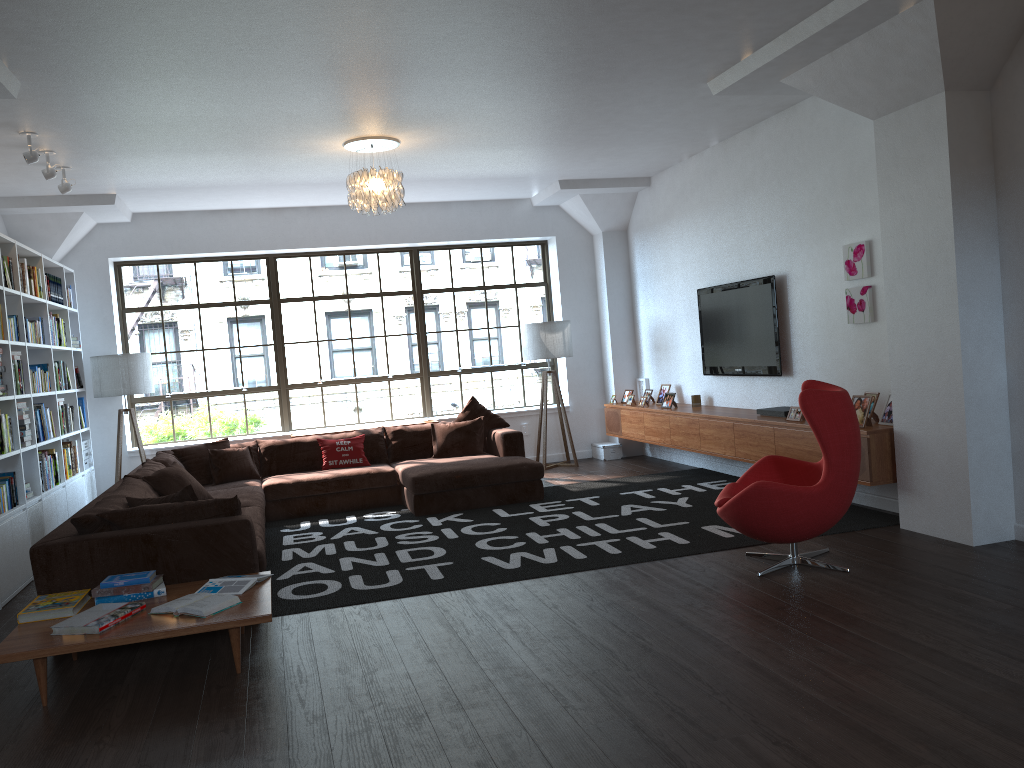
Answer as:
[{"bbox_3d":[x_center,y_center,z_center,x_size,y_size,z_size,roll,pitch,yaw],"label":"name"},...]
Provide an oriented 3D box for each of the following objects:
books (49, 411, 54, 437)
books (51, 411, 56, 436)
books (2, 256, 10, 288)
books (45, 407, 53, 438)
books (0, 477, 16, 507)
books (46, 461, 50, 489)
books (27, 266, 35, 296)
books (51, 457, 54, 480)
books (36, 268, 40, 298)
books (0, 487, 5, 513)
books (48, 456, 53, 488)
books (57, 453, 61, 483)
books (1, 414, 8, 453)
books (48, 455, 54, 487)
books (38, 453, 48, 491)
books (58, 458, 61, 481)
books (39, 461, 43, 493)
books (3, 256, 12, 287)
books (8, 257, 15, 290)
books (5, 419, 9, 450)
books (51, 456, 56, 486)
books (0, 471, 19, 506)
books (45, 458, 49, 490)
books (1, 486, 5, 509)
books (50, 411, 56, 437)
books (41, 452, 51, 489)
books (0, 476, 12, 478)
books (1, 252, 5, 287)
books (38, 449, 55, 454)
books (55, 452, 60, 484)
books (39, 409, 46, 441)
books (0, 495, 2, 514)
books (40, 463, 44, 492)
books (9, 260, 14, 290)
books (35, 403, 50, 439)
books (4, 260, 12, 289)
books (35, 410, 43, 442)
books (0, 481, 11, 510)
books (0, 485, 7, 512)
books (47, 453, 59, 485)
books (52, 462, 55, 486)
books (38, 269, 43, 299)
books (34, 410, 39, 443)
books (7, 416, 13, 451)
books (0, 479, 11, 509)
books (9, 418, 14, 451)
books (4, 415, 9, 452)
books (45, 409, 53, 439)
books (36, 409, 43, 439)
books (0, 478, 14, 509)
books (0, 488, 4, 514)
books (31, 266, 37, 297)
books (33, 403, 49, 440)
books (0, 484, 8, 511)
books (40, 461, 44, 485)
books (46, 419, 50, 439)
[{"bbox_3d":[-3.799,0.320,7.142,0.159,0.248,0.089,-5,2,-15],"label":"books"},{"bbox_3d":[-3.809,0.333,7.207,0.161,0.218,0.101,-5,2,-15],"label":"books"},{"bbox_3d":[-3.654,-0.777,6.234,0.174,0.236,0.136,-5,2,-16],"label":"books"},{"bbox_3d":[-3.786,0.319,7.100,0.170,0.251,0.118,-5,2,-15],"label":"books"},{"bbox_3d":[-3.436,0.737,5.981,0.146,0.202,0.027,-5,2,-15],"label":"books"},{"bbox_3d":[-3.668,0.712,6.844,0.161,0.223,0.026,-5,2,-16],"label":"books"},{"bbox_3d":[-3.850,-0.795,6.949,0.171,0.246,0.057,-5,2,-15],"label":"books"},{"bbox_3d":[-3.719,0.699,6.998,0.171,0.246,0.057,-5,2,-16],"label":"books"},{"bbox_3d":[-3.892,-0.800,7.092,0.183,0.253,0.034,-5,2,-15],"label":"books"},{"bbox_3d":[-3.357,0.758,5.747,0.107,0.167,0.017,-5,2,-15],"label":"books"},{"bbox_3d":[-3.699,0.697,6.921,0.183,0.253,0.034,-5,2,-16],"label":"books"},{"bbox_3d":[-3.783,0.693,7.231,0.160,0.250,0.026,-5,2,-16],"label":"books"},{"bbox_3d":[-3.442,0.334,5.850,0.180,0.259,0.060,-5,2,-16],"label":"books"},{"bbox_3d":[-3.705,0.696,6.955,0.183,0.253,0.034,-5,2,-16],"label":"books"},{"bbox_3d":[-3.668,0.684,6.770,0.198,0.284,0.066,-5,2,-16],"label":"books"},{"bbox_3d":[-3.790,0.706,7.256,0.161,0.223,0.027,-5,2,-16],"label":"books"},{"bbox_3d":[-3.634,0.708,6.656,0.174,0.240,0.045,-5,2,-16],"label":"books"},{"bbox_3d":[-3.693,-0.786,6.363,0.160,0.251,0.031,-5,2,-15],"label":"books"},{"bbox_3d":[-3.708,-0.788,6.428,0.160,0.251,0.039,-5,2,-15],"label":"books"},{"bbox_3d":[-3.456,0.351,5.918,0.161,0.223,0.027,-5,2,-16],"label":"books"},{"bbox_3d":[-3.745,0.701,7.070,0.174,0.240,0.045,-5,2,-16],"label":"books"},{"bbox_3d":[-3.464,0.722,6.062,0.140,0.231,0.042,-5,2,-15],"label":"books"},{"bbox_3d":[-3.665,0.699,6.819,0.160,0.250,0.026,-5,2,-16],"label":"books"},{"bbox_3d":[-3.371,0.757,5.765,0.122,0.169,0.023,-5,2,-15],"label":"books"},{"bbox_3d":[-3.798,0.332,7.174,0.161,0.222,0.084,-5,2,-15],"label":"books"},{"bbox_3d":[-3.690,0.679,6.879,0.176,0.290,0.053,-5,2,-16],"label":"books"},{"bbox_3d":[-3.464,0.736,6.015,0.144,0.207,0.048,-5,2,-15],"label":"books"},{"bbox_3d":[-3.630,-0.785,6.150,0.183,0.253,0.042,-5,2,-15],"label":"books"},{"bbox_3d":[-3.765,0.675,7.141,0.176,0.290,0.036,-5,2,-16],"label":"books"},{"bbox_3d":[-3.775,0.690,7.188,0.180,0.259,0.060,-5,2,-16],"label":"books"},{"bbox_3d":[-3.694,0.322,6.807,0.182,0.253,0.098,-5,2,-15],"label":"books"},{"bbox_3d":[-3.349,0.760,5.696,0.120,0.167,0.020,-5,2,-15],"label":"books"},{"bbox_3d":[-3.632,0.715,6.694,0.161,0.223,0.026,-5,2,-16],"label":"books"},{"bbox_3d":[-3.692,-0.774,6.396,0.161,0.223,0.032,-5,2,-15],"label":"books"},{"bbox_3d":[-3.752,0.301,6.963,0.176,0.293,0.125,-5,2,-15],"label":"books"},{"bbox_3d":[-3.660,-0.764,6.289,0.161,0.207,0.130,-5,2,-16],"label":"books"},{"bbox_3d":[-3.675,0.328,6.722,0.174,0.243,0.085,-5,2,-15],"label":"books"},{"bbox_3d":[-3.397,0.745,5.845,0.139,0.191,0.036,-5,2,-15],"label":"books"},{"bbox_3d":[-3.379,0.755,5.792,0.126,0.173,0.032,-5,2,-15],"label":"books"},{"bbox_3d":[-3.746,0.693,7.111,0.183,0.253,0.034,-5,2,-16],"label":"books"},{"bbox_3d":[-3.728,0.709,7.039,0.161,0.223,0.027,-5,2,-16],"label":"books"},{"bbox_3d":[-3.915,-0.803,7.193,0.183,0.253,0.034,-5,2,-15],"label":"books"},{"bbox_3d":[-3.650,0.324,6.623,0.182,0.255,0.077,-5,2,-15],"label":"books"},{"bbox_3d":[-3.483,0.342,5.981,0.174,0.240,0.045,-5,2,-16],"label":"books"},{"bbox_3d":[-3.411,0.739,5.875,0.146,0.202,0.027,-5,2,-15],"label":"books"},{"bbox_3d":[-3.481,0.349,6.019,0.161,0.223,0.026,-5,2,-16],"label":"books"},{"bbox_3d":[-3.449,0.338,5.893,0.160,0.250,0.026,-5,2,-16],"label":"books"},{"bbox_3d":[-3.768,0.323,7.050,0.174,0.242,0.105,-5,2,-15],"label":"books"},{"bbox_3d":[-3.692,0.322,6.758,0.182,0.255,0.077,-5,2,-15],"label":"books"},{"bbox_3d":[-3.410,0.738,5.903,0.146,0.202,0.027,-5,2,-15],"label":"books"},{"bbox_3d":[-3.350,0.760,5.723,0.106,0.162,0.032,-5,2,-15],"label":"books"},{"bbox_3d":[-3.874,-0.799,7.028,0.183,0.253,0.034,-5,2,-15],"label":"books"},{"bbox_3d":[-3.740,0.303,6.902,0.197,0.290,0.136,-5,2,-15],"label":"books"},{"bbox_3d":[-3.386,0.752,5.818,0.128,0.178,0.021,-5,2,-15],"label":"books"},{"bbox_3d":[-3.652,0.712,6.721,0.168,0.231,0.037,-5,2,-16],"label":"books"},{"bbox_3d":[-3.763,0.335,7.015,0.161,0.222,0.084,-5,2,-15],"label":"books"}]
